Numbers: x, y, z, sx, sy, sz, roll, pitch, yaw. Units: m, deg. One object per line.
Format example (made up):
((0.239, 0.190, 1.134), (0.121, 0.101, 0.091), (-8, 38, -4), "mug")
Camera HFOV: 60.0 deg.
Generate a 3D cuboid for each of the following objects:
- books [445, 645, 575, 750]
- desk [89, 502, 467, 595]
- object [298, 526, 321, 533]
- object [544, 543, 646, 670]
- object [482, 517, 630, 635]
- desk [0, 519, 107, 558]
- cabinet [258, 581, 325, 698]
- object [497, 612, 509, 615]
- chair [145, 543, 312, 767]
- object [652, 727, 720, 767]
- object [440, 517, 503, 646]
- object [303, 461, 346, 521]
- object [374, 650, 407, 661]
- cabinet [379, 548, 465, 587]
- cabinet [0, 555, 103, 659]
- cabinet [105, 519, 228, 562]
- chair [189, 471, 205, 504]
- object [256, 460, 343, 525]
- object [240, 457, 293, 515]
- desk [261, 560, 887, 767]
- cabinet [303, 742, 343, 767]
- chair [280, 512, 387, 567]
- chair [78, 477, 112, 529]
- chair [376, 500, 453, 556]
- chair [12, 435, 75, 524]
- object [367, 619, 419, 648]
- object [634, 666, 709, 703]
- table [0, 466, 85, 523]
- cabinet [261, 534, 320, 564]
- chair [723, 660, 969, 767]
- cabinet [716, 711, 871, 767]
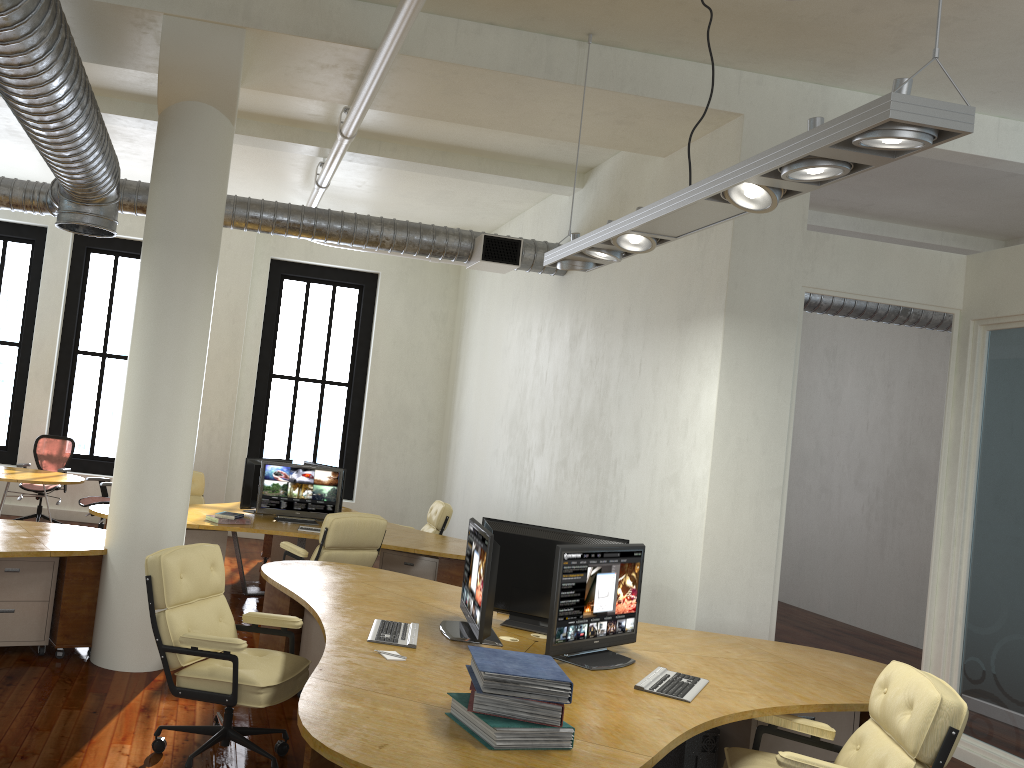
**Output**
((-0.008, 1.085, 3.076), (0.416, 0.226, 0.460), (7, -4, -3), "books")
((-2.185, 1.727, 9.175), (3.830, 0.733, 3.569), (7, -4, -7), "desk")
((-1.691, 1.327, 8.004), (0.477, 0.016, 0.229), (7, -4, 0), "object")
((0.418, 1.049, 4.272), (0.321, 0.551, 0.730), (4, -4, 41), "object")
((0.200, 1.063, 4.854), (0.871, 0.552, 0.269), (5, -3, 24), "object")
((-4.788, 1.179, 5.517), (3.796, 0.733, 3.578), (5, -4, 25), "desk")
((-1.006, 1.644, 5.650), (0.800, 0.708, 0.978), (9, -5, -43), "cabinet")
((0.171, 1.351, 5.163), (0.507, 0.016, 0.215), (5, -4, 19), "object")
((-1.414, 1.356, 4.413), (0.830, 1.020, 0.674), (5, -3, 17), "chair")
((0.865, 1.946, 4.690), (0.173, 0.411, 0.500), (7, -3, -17), "object")
((-0.192, 0.996, 4.528), (0.288, 0.551, 0.816), (7, -3, -8), "object")
((-1.949, 1.099, 9.076), (0.264, 0.552, 0.886), (8, -4, -40), "object")
((-0.533, 1.185, 3.884), (0.103, 0.015, 0.144), (8, -4, -26), "object")
((-0.697, 1.846, 8.109), (0.957, 0.708, 0.821), (5, -4, 22), "cabinet")
((-3.316, 1.402, 6.017), (0.810, 0.708, 0.967), (9, -4, -36), "cabinet")
((-3.146, 1.557, 8.032), (0.808, 0.708, 0.970), (9, -4, -38), "cabinet")
((-3.548, 1.458, 9.597), (0.651, 1.020, 0.855), (9, -4, -39), "chair")
((-2.038, 1.051, 8.523), (0.771, 0.552, 0.305), (7, -3, -15), "object")
((-2.497, 1.032, 9.024), (0.316, 0.551, 0.743), (5, -4, 24), "object")
((-0.216, 1.661, 4.812), (3.516, 0.733, 3.852), (10, -5, -43), "desk")
((-0.211, 1.571, 3.188), (0.942, 0.708, 0.836), (5, -3, 17), "cabinet")
((-1.550, 1.545, 7.461), (0.648, 1.020, 0.858), (9, -4, -44), "chair")
((-6.959, 0.879, 7.853), (1.042, 1.156, 7.164), (3, -5, 45), "chair")
((-1.106, 1.738, 9.566), (0.766, 1.020, 0.732), (7, -3, -8), "chair")
((-5.808, 1.228, 11.056), (0.721, 1.157, 0.767), (6, -3, -5), "chair")
((-0.573, 1.208, 4.321), (0.231, 0.016, 0.472), (7, -4, -2), "object")
((0.717, 1.333, 3.949), (0.249, 0.016, 0.437), (5, -4, 25), "object")
((-5.663, 1.386, 10.083), (1.559, 0.744, 1.409), (6, -4, 13), "table")
((-2.427, 1.787, 10.216), (0.869, 0.708, 0.909), (7, -3, -8), "cabinet")
((1.256, 1.608, 3.564), (0.819, 1.020, 0.684), (6, -3, 12), "chair")
((1.460, 1.864, 4.672), (0.859, 0.708, 0.919), (7, -3, -14), "cabinet")
